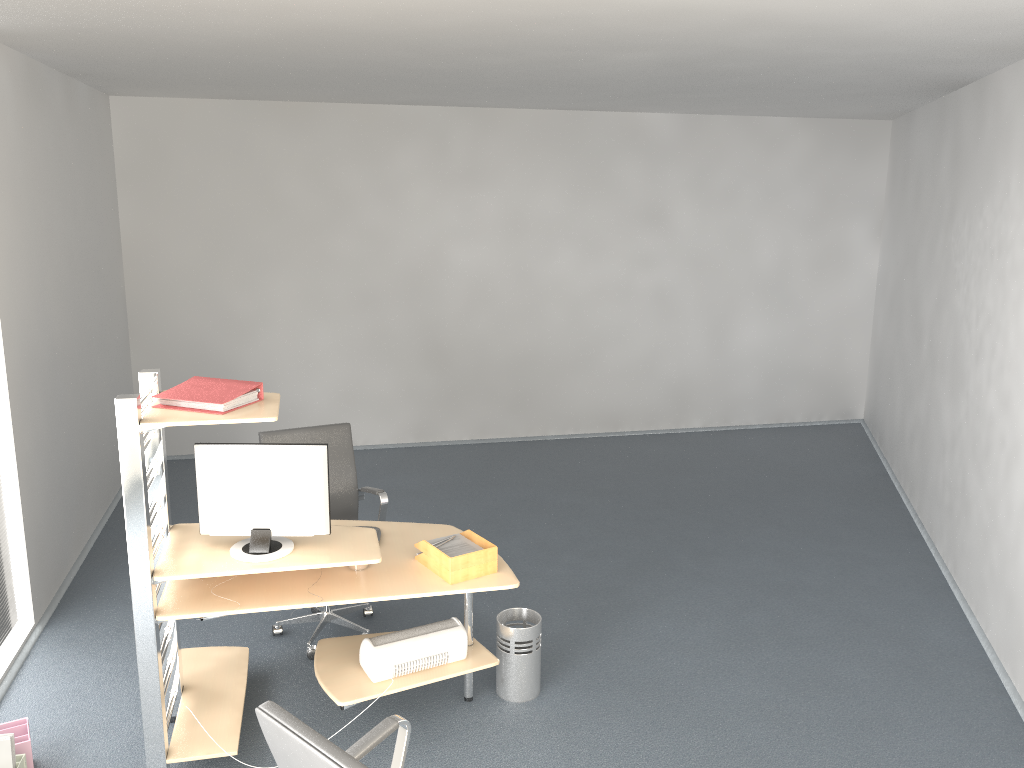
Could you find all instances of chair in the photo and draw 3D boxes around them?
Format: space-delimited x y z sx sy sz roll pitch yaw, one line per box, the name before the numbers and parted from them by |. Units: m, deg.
chair | -0.971 0.801 4.579 0.584 1.048 0.652 -6 14 -26
chair | -0.240 1.289 2.361 0.584 1.048 0.652 12 16 41

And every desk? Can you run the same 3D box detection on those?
desk | -0.787 0.691 3.876 1.469 1.566 0.967 -2 13 -13

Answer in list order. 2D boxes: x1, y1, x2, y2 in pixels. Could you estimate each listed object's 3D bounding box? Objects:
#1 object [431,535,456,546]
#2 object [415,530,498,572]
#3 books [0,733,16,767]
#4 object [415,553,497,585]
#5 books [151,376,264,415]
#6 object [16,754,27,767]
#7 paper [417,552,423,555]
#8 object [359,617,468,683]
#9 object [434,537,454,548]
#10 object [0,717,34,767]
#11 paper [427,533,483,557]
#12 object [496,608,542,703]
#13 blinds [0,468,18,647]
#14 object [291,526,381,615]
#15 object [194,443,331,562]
object | -0.296 0.676 3.833 0.008 0.009 0.159 11 16 40
object | -0.239 0.686 3.747 0.225 0.060 0.309 -8 15 -33
books | -1.940 1.447 3.257 0.220 0.306 0.068 -2 13 -13
object | -0.240 0.742 3.759 0.225 0.060 0.309 -8 15 -33
books | -1.171 0.040 3.418 0.320 0.072 0.262 5 13 19
object | -1.937 1.519 3.258 0.245 0.202 0.185 -2 13 -13
paper | -0.241 0.753 3.762 0.210 0.019 0.297 -8 15 -33
object | -0.461 1.118 3.896 0.438 0.162 0.351 -6 14 -28
object | -0.296 0.682 3.803 0.008 0.009 0.159 8 14 31
object | -2.014 1.473 3.467 0.245 0.202 0.185 -7 14 -30
paper | -0.240 0.703 3.751 0.210 0.010 0.297 -8 15 -33
object | 0.031 1.261 4.124 0.208 0.377 0.208 8 14 30
blinds | -2.337 0.076 3.372 0.022 2.770 1.950 -2 13 -13
object | -0.812 0.777 3.766 0.478 0.082 0.814 -1 12 -5
object | -0.997 0.452 3.468 0.516 0.418 0.245 2 12 9
